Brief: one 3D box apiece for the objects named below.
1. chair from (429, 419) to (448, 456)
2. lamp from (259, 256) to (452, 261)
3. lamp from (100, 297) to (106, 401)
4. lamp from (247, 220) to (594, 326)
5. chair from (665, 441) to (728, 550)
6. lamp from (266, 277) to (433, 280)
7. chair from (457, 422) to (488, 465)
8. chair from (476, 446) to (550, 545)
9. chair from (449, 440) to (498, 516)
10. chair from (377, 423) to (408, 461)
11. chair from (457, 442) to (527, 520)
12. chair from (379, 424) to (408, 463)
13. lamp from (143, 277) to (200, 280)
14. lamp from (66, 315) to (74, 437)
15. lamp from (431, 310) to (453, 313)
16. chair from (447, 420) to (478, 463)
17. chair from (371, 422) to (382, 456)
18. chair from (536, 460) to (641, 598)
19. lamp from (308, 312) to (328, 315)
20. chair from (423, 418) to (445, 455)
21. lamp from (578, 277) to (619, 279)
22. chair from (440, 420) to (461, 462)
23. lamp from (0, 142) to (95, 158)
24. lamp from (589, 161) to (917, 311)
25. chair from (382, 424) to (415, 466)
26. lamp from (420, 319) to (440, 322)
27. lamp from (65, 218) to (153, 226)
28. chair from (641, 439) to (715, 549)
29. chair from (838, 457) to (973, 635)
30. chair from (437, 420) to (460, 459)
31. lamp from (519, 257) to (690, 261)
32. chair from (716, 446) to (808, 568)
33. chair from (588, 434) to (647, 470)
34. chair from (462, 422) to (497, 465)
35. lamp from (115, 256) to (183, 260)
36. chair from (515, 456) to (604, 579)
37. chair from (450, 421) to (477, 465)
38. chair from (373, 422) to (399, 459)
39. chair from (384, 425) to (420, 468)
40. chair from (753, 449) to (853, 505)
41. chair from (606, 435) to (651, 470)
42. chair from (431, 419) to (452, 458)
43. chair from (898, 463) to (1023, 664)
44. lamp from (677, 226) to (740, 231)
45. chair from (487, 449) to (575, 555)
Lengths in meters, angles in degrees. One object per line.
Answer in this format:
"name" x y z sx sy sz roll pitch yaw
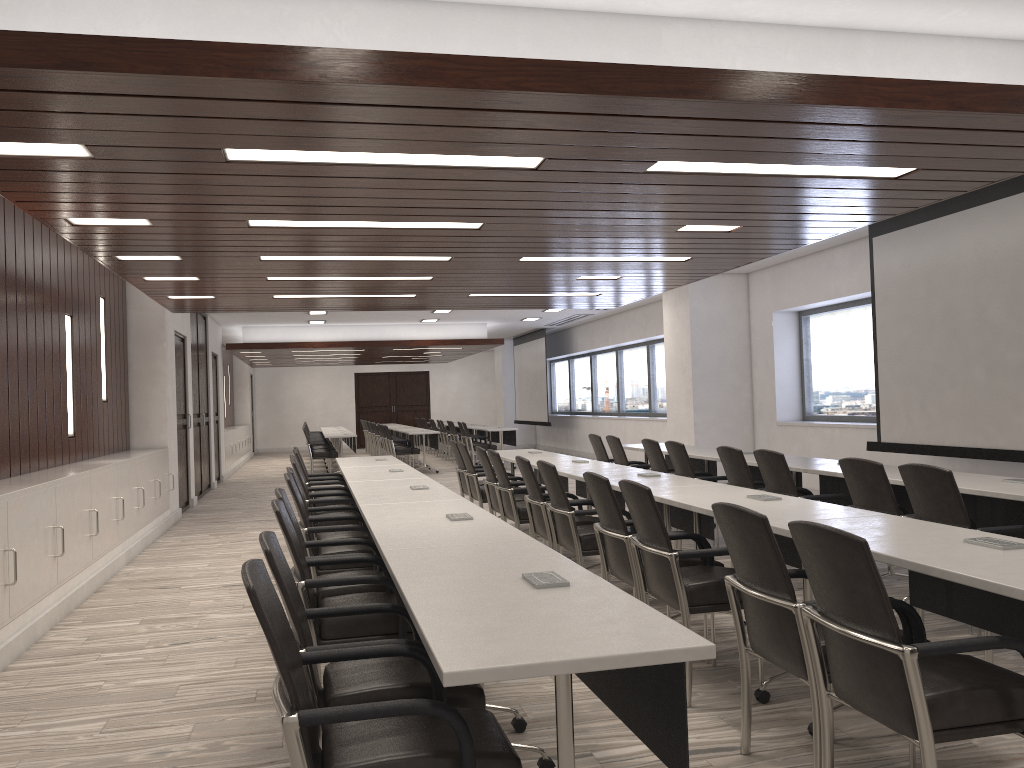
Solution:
"chair" -1.742 1.323 22.107 0.638 0.939 0.513 -2 -1 -14
"lamp" -1.217 -1.015 6.992 1.496 0.045 0.236 -2 -1 -13
"lamp" -4.219 -0.352 9.030 0.094 1.058 0.236 -2 -1 -13
"lamp" 0.229 -1.214 12.360 1.469 0.552 14.295 -2 -1 10
"chair" 1.621 0.923 7.306 0.638 0.939 0.513 -2 -1 -13
"lamp" -1.461 -0.986 8.065 1.496 0.045 0.236 -2 -1 -13
"chair" -0.749 1.203 17.658 0.638 0.939 0.513 -2 -1 -13
"chair" 0.033 0.981 7.472 0.638 0.939 0.513 -2 -1 -13
"chair" -0.298 1.021 8.966 0.638 0.939 0.513 -2 -1 -14
"chair" -2.530 1.286 18.807 0.638 0.939 0.513 -2 -1 -13
"chair" -0.184 1.007 8.451 0.638 0.939 0.513 -2 -1 -14
"chair" -2.416 1.273 18.300 0.638 0.939 0.513 -2 -1 -14
"lamp" -2.967 -0.941 7.721 0.464 0.045 0.236 -2 -1 -13
"lamp" -3.916 -0.069 7.738 0.094 1.058 0.236 -2 -1 -13
"lamp" -1.219 -1.327 15.551 0.324 0.120 0.519 -2 -1 -13
"chair" -1.071 1.243 19.147 0.638 0.939 0.513 -2 -1 -14
"chair" -2.879 1.327 20.284 0.638 0.939 0.513 -2 -1 -12
"chair" 0.500 0.927 5.487 0.638 0.939 0.513 -2 -1 -14
"lamp" -3.303 -1.265 15.076 0.324 0.120 0.519 -2 -1 -13
"chair" -1.980 1.350 23.077 0.638 0.939 0.513 -2 -1 -14
"lamp" 0.842 -1.054 8.590 0.421 0.046 0.236 -2 -1 -13
"chair" -1.306 1.270 20.110 0.638 0.939 0.513 -2 -1 -12
"lamp" -2.090 -1.045 3.861 0.464 0.045 0.236 -2 -1 -13
"lamp" 1.786 -1.307 10.329 1.499 0.552 12.001 -2 -1 4
"chair" -2.210 1.247 17.331 0.638 0.939 0.513 -2 -1 -14
"lamp" -1.598 -1.282 17.219 0.324 0.120 0.519 -2 -1 -13
"lamp" -2.431 -1.004 5.362 0.464 0.045 0.236 -2 -1 -13
"chair" 1.500 0.937 7.815 0.638 0.939 0.513 -2 -1 -12
"chair" 2.171 0.857 4.845 0.638 0.939 0.513 -2 -1 -14
"chair" -1.421 1.283 20.622 0.638 0.939 0.513 -2 -1 -12
"lamp" 0.791 -1.074 7.450 1.496 0.045 0.236 -2 -1 -13
"chair" 1.829 0.897 6.327 0.638 0.939 0.513 -2 -1 -13
"chair" 1.153 0.977 9.292 0.638 0.939 0.513 -2 -1 -13
"chair" -0.634 1.190 17.148 0.638 0.939 0.513 -2 -1 -12
"lamp" -2.724 -0.970 6.649 0.464 0.045 0.236 -2 -1 -13
"chair" 0.365 0.941 6.000 0.638 0.939 0.513 -2 -1 -12
"chair" -0.972 1.230 18.634 0.638 0.939 0.513 -2 -1 -12
"chair" -2.761 1.313 19.781 0.638 0.939 0.513 -2 -1 -13
"chair" -2.080 1.233 16.814 0.638 0.939 0.513 -2 -1 -13
"chair" 1.958 0.883 5.818 0.638 0.939 0.513 -2 -1 -13
"chair" 1.284 0.963 8.787 0.638 0.939 0.513 -2 -1 -13
"chair" -1.632 1.309 21.593 0.638 0.939 0.513 -2 -1 -13
"chair" 2.282 0.844 4.332 0.638 0.939 0.513 -2 -1 -13
"lamp" 1.379 -1.118 6.231 0.421 0.046 0.236 -2 -1 -13
"chair" 0.147 0.967 6.962 0.638 0.939 0.513 -2 -1 -13
